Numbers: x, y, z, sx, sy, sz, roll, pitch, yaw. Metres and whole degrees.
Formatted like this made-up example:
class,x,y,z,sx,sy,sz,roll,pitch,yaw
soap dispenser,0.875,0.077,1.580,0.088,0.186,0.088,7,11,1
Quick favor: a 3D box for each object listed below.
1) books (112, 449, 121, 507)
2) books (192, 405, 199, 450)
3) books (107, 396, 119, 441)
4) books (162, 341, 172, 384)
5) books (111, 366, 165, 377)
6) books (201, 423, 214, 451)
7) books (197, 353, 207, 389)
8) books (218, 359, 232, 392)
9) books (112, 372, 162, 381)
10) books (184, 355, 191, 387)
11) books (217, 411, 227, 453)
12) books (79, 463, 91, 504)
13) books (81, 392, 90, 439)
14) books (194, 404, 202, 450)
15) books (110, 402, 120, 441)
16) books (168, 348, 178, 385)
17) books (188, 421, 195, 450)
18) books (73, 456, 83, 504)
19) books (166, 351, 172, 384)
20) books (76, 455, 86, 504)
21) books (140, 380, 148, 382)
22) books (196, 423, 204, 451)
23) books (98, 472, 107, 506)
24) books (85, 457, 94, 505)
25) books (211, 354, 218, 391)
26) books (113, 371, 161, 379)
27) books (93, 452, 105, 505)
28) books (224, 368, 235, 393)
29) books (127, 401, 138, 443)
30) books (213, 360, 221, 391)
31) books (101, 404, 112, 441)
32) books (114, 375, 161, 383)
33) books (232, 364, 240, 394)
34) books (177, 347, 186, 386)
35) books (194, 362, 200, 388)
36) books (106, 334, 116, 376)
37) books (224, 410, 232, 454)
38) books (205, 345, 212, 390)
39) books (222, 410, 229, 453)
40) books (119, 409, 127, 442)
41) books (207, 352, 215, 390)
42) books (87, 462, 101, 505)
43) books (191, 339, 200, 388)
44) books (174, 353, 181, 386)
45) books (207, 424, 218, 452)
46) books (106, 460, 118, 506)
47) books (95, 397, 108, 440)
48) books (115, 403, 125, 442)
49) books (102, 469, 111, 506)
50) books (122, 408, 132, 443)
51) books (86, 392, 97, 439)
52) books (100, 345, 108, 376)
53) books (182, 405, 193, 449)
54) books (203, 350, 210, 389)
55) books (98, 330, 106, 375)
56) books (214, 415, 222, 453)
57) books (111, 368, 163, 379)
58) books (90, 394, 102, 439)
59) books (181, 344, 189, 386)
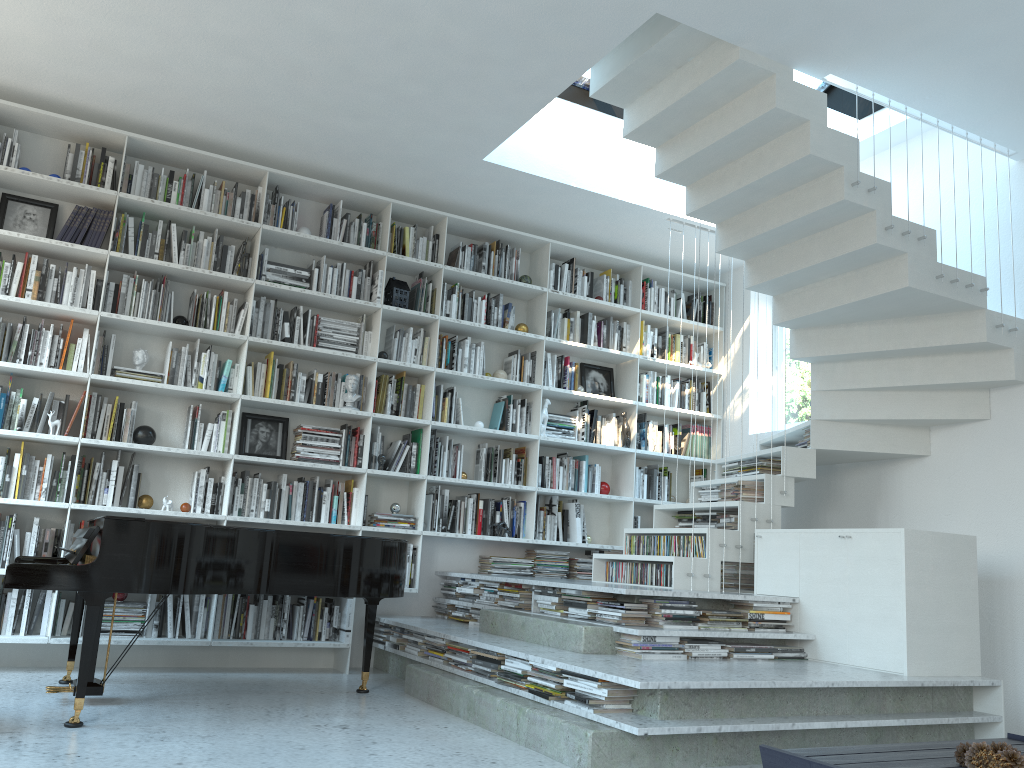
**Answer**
class,x,y,z,sx,sy,sz,roll,pitch,yaw
books,-2.338,0.559,5.225,0.013,0.338,0.138,9,-12,-27
books,-1.961,0.281,5.460,0.011,0.291,0.156,9,-12,-27
books,-2.359,0.218,5.226,0.026,0.274,0.190,9,-12,-27
books,-2.114,-0.107,5.422,0.012,0.284,0.159,9,-12,-27
books,-2.258,-0.067,5.346,0.285,0.012,0.159,10,-13,-30
books,-1.891,0.341,5.474,0.057,0.188,0.156,9,-12,-27
books,-1.937,-0.059,5.509,0.028,0.246,0.170,9,-12,-27
books,-1.814,-0.030,5.566,0.060,0.227,0.179,9,-12,-27
books,-2.260,-0.032,5.338,0.254,0.012,0.161,11,-13,-31
books,-2.008,-0.057,5.486,0.048,0.224,0.149,9,-12,-27
books,-1.820,0.313,5.517,0.027,0.269,0.178,9,-12,-27
books,-2.473,0.581,5.125,0.030,0.238,0.157,9,-12,-27
books,-2.498,0.196,5.188,0.012,0.284,0.159,9,-12,-27
books,-1.949,0.279,5.463,0.012,0.297,0.166,9,-12,-27
books,-2.351,0.239,5.250,0.014,0.243,0.153,9,-12,-27
books,-2.085,-0.085,5.428,0.030,0.246,0.174,9,-12,-27
books,-1.975,0.329,5.432,0.025,0.185,0.154,9,-12,-27
books,-2.509,0.560,5.124,0.013,0.275,0.147,9,-12,-27
books,-2.112,-0.078,5.434,0.010,0.231,0.155,9,-12,-27
books,-2.493,0.557,5.122,0.013,0.282,0.146,9,-12,-27
books,-2.266,-0.006,5.343,0.254,0.012,0.161,9,-13,-27
books,-1.937,0.340,5.467,0.030,0.182,0.154,9,-12,-27
books,-2.393,0.617,5.166,0.024,0.195,0.157,9,-12,-27
books,-2.450,0.567,5.130,0.012,0.272,0.181,9,-12,-27
books,-1.883,-0.050,5.559,0.022,0.255,0.152,9,-12,-27
books,-2.261,-0.043,5.344,0.254,0.012,0.161,10,-13,-29
books,-2.404,0.556,5.164,0.014,0.312,0.166,9,-12,-27
books,-1.785,0.002,5.597,0.027,0.181,0.142,9,-12,-27
books,-2.277,0.242,5.298,0.028,0.265,0.145,9,-12,-27
books,-1.863,-0.029,5.567,0.026,0.218,0.150,9,-12,-27
books,-2.393,0.240,5.228,0.025,0.227,0.153,9,-12,-27
books,-2.261,-0.019,5.338,0.254,0.012,0.161,10,-13,-30
books,-1.762,-0.011,5.614,0.026,0.216,0.126,9,-12,-27
books,-2.047,-0.085,5.464,0.022,0.266,0.151,9,-12,-27
books,-1.971,-0.032,5.508,0.025,0.189,0.140,9,-12,-27
books,-2.398,-0.148,5.290,0.021,0.277,0.136,9,-12,-27
books,-1.786,0.311,5.528,0.021,0.281,0.162,9,-12,-27
books,-1.907,-0.081,5.527,0.011,0.300,0.178,9,-12,-27
books,-1.799,0.310,5.518,0.011,0.278,0.188,9,-12,-27
books,-2.315,0.262,5.262,0.011,0.207,0.180,9,-12,-27
books,-1.893,-0.058,5.531,0.023,0.259,0.170,9,-12,-27
books,-2.431,0.584,5.147,0.042,0.247,0.163,9,-12,-27
books,-1.975,-0.105,5.501,0.010,0.329,0.173,9,-12,-27
books,-2.075,-0.067,5.463,0.024,0.226,0.138,9,-12,-27
books,-1.858,0.348,5.496,0.024,0.187,0.172,9,-12,-27
books,-2.346,0.587,5.188,0.027,0.268,0.185,9,-12,-27
books,-2.417,0.217,5.215,0.036,0.263,0.167,9,-12,-27
books,-2.340,0.242,5.274,0.028,0.247,0.143,9,-12,-27
books,-2.370,0.610,5.175,0.021,0.215,0.172,9,-12,-27
books,-2.296,0.260,5.268,0.028,0.215,0.175,9,-12,-27
books,-2.467,0.199,5.194,0.025,0.284,0.145,9,-12,-27
books,-2.427,-0.118,5.276,0.034,0.209,0.136,9,-12,-27
books,-1.990,0.278,5.436,0.012,0.284,0.159,9,-12,-27
books,-1.914,-0.067,5.511,0.012,0.265,0.193,9,-12,-27
books,-2.450,-0.163,5.284,0.011,0.297,0.136,9,-12,-27
books,-1.835,0.321,5.500,0.012,0.244,0.171,9,-12,-27
books,-2.261,-0.055,5.348,0.285,0.012,0.160,9,-13,-25
books,-2.447,0.208,5.208,0.026,0.274,0.154,9,-12,-27
books,-2.025,-0.094,5.464,0.012,0.285,0.167,9,-12,-27
